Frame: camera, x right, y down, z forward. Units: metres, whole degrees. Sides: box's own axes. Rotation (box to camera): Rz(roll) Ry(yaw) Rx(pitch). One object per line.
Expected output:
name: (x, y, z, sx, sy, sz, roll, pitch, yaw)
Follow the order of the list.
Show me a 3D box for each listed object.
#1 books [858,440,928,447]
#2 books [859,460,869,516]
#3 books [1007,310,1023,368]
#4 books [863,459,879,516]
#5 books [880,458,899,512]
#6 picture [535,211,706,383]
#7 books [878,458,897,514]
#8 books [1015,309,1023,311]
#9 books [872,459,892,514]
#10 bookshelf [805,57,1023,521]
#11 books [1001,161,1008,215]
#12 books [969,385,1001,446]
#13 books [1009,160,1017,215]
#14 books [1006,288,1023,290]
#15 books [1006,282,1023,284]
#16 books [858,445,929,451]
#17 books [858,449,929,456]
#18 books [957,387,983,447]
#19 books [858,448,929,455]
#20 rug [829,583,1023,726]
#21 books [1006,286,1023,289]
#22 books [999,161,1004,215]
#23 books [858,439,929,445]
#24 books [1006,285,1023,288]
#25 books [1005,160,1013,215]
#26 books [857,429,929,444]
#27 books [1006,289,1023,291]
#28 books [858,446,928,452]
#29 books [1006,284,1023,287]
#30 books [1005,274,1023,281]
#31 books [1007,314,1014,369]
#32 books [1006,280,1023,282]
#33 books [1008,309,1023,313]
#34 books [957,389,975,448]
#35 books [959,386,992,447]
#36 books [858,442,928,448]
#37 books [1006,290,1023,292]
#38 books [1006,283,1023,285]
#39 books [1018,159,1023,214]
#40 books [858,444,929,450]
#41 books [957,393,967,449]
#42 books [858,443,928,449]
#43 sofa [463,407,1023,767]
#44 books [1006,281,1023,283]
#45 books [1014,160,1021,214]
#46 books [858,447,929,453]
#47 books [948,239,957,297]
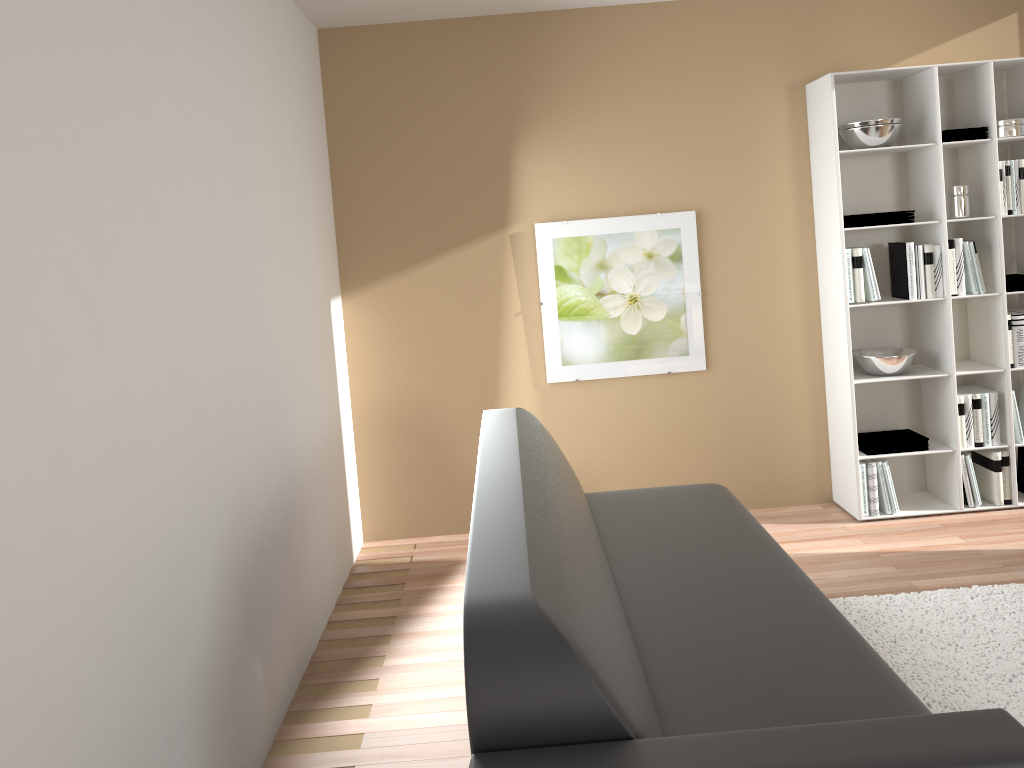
books: (1.861, 0.270, 4.356, 0.297, 0.008, 0.213, -5, 9, -1)
books: (1.696, 0.493, 4.340, 0.040, 0.257, 0.209, -5, 5, 0)
books: (2.445, -0.223, 4.317, 0.076, 0.257, 0.210, -5, 5, 0)
books: (1.743, 0.490, 4.335, 0.040, 0.257, 0.209, -5, 5, 0)
books: (1.835, 0.478, 4.350, 0.058, 0.256, 0.210, -5, 5, 0)
picture: (0.554, -0.440, 4.472, 0.816, 0.811, 0.019, -5, 2, -1)
books: (1.819, 0.484, 4.334, 0.058, 0.256, 0.210, -5, 5, 0)
books: (2.557, -0.234, 4.328, 0.060, 0.258, 0.210, -5, 5, 0)
books: (1.792, 0.483, 4.338, 0.060, 0.258, 0.209, -5, 5, 0)
bookshelf: (2.095, -0.473, 4.353, 1.039, 2.128, 0.335, -5, 3, 0)
books: (2.344, -0.949, 4.290, 0.020, 0.257, 0.209, -5, 5, 0)
books: (2.326, 0.152, 4.335, 0.040, 0.257, 0.209, -5, 5, 0)
books: (2.386, -0.953, 4.289, 0.020, 0.257, 0.210, -5, 5, 0)
books: (2.471, -0.485, 4.353, 0.210, 0.006, 0.301, -5, 9, 0)
books: (2.472, -0.512, 4.352, 0.210, 0.008, 0.301, -5, 9, 0)
books: (1.864, 0.292, 4.354, 0.297, 0.006, 0.213, -5, 9, -1)
books: (1.863, 0.314, 4.353, 0.297, 0.007, 0.213, -5, 9, 0)
books: (2.243, 0.160, 4.333, 0.040, 0.257, 0.209, -5, 5, 0)
books: (1.864, 0.309, 4.355, 0.297, 0.006, 0.213, -5, 9, -1)
rug: (1.781, 0.956, 2.350, 1.449, 0.045, 2.049, -5, 9, 0)
books: (2.470, -0.491, 4.355, 0.210, 0.006, 0.301, -5, 9, -2)
books: (2.323, -0.947, 4.283, 0.020, 0.257, 0.210, -5, 5, 0)
books: (1.863, 0.265, 4.351, 0.297, 0.007, 0.213, -5, 9, 0)
books: (2.470, -0.495, 4.351, 0.210, 0.006, 0.301, -5, 9, 0)
books: (2.366, -0.951, 4.288, 0.020, 0.257, 0.209, -5, 5, 0)
books: (1.864, 0.259, 4.353, 0.297, 0.006, 0.213, -5, 9, -1)
books: (2.471, -0.479, 4.354, 0.210, 0.006, 0.301, -5, 9, 0)
books: (1.861, 0.297, 4.354, 0.297, 0.006, 0.213, -5, 9, -2)
books: (2.469, -0.501, 4.351, 0.210, 0.006, 0.301, -5, 9, 0)
books: (2.467, -0.527, 4.347, 0.210, 0.006, 0.301, -5, 9, 0)
books: (2.383, -0.219, 4.321, 0.040, 0.257, 0.209, -5, 5, 0)
books: (2.466, -0.522, 4.348, 0.210, 0.007, 0.301, -5, 9, 0)
books: (2.505, -0.230, 4.332, 0.040, 0.257, 0.209, -5, 5, 0)
books: (2.201, 0.163, 4.335, 0.040, 0.257, 0.209, -5, 5, 0)
books: (2.284, 0.156, 4.335, 0.040, 0.257, 0.209, -5, 5, 0)
books: (1.861, 0.275, 4.356, 0.297, 0.008, 0.213, -5, 9, -1)
books: (2.470, -0.474, 4.355, 0.210, 0.007, 0.301, -5, 9, 0)
books: (2.467, -0.507, 4.353, 0.210, 0.006, 0.301, -4, 9, 1)
books: (2.430, -0.955, 4.284, 0.020, 0.257, 0.210, -5, 5, 0)
books: (1.863, 0.287, 4.354, 0.297, 0.006, 0.213, -5, 9, -1)
books: (2.160, 0.167, 4.328, 0.040, 0.257, 0.209, -5, 5, 0)
books: (1.861, 0.281, 4.352, 0.297, 0.006, 0.213, -5, 9, 1)
sofa: (0.396, 0.639, 2.468, 0.951, 0.827, 2.286, -5, 9, 0)
books: (2.471, -0.518, 4.351, 0.210, 0.008, 0.301, -5, 9, 0)
books: (2.408, -0.955, 4.289, 0.020, 0.257, 0.209, -5, 5, 0)
books: (1.863, 0.303, 4.354, 0.297, 0.006, 0.213, -5, 9, -1)
books: (2.104, -0.572, 4.318, 0.053, 0.270, 0.209, -5, 5, 0)
